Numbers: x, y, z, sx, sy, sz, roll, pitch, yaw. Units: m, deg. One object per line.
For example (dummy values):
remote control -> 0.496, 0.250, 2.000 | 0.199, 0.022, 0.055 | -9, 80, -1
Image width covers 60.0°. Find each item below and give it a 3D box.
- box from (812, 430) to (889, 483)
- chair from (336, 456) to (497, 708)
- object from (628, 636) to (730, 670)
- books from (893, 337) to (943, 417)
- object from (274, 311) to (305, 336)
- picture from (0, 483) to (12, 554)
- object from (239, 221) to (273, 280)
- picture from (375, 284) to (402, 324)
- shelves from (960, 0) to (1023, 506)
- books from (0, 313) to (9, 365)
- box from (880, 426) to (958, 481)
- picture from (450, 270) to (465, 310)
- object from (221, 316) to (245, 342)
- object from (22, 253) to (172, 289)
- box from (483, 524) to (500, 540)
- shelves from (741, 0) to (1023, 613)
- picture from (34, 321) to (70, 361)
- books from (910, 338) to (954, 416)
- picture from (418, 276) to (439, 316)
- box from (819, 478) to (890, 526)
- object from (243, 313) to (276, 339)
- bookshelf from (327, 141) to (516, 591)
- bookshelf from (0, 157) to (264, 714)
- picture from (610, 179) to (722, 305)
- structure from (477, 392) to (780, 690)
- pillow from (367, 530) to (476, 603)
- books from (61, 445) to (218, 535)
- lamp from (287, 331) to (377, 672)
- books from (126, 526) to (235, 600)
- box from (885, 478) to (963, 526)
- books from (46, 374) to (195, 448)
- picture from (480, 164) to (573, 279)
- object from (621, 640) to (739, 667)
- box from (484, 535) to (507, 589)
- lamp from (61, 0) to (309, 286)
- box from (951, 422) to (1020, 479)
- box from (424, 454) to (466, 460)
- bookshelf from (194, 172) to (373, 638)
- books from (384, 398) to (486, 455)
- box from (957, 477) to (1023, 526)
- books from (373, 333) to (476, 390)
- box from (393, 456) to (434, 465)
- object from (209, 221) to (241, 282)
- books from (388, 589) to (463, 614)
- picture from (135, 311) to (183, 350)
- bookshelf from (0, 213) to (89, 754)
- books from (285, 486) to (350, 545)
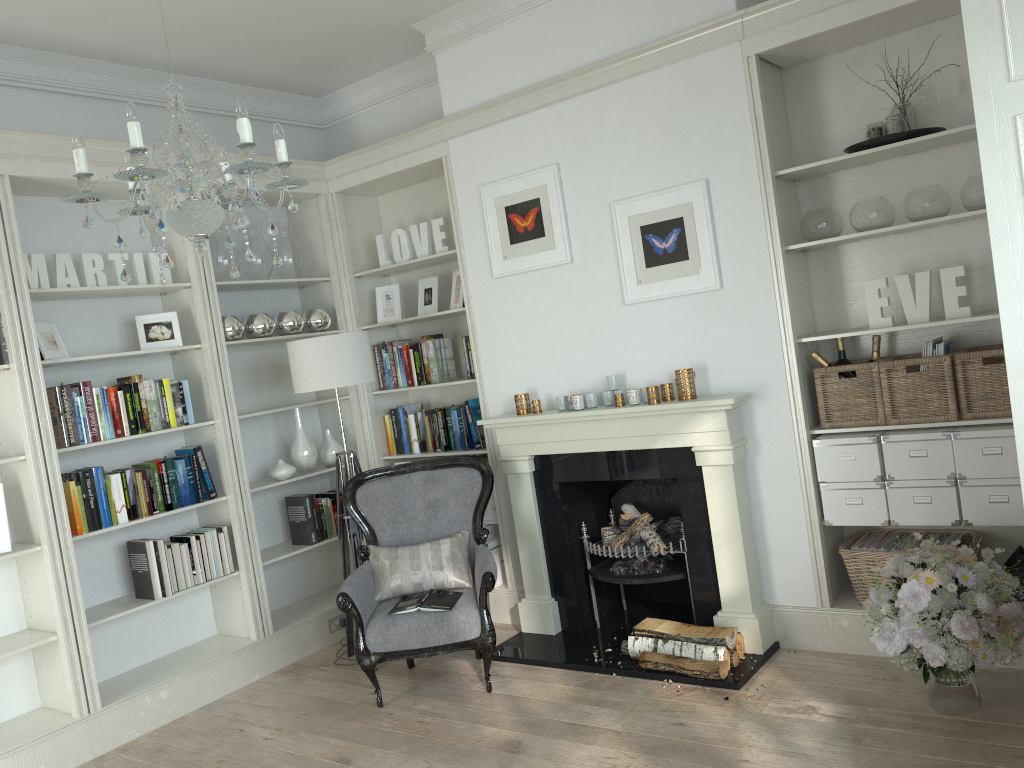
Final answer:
box -> 1.533, 0.298, 3.913 | 0.270, 0.191, 0.400 | -7, 3, 37
chair -> -0.422, 0.924, 4.323 | 0.778, 1.024, 0.763 | -8, 3, 2
object -> 0.736, 1.195, 3.933 | 0.483, 0.128, 0.084 | -7, 3, 38
books -> 1.712, -0.028, 3.758 | 0.205, 0.306, 0.221 | -7, 3, 37
object -> -1.320, -0.354, 5.242 | 0.185, 0.140, 0.185 | -10, 3, -33
picture -> -2.323, 0.602, 3.885 | 0.202, 0.300, 0.124 | -10, 3, -23
object -> -1.517, -0.767, 5.247 | 0.193, 0.362, 0.193 | -8, 3, 20
picture -> -0.756, -0.493, 5.460 | 0.153, 0.228, 0.094 | -8, 3, 12
shelves -> 1.828, -0.286, 2.788 | 0.399, 2.523, 0.972 | -7, 3, 37
books -> -2.434, -0.195, 3.779 | 0.205, 0.291, 0.465 | -7, 3, 37
box -> 1.762, 0.270, 3.756 | 0.270, 0.191, 0.400 | -7, 3, 37
picture -> -0.301, -0.546, 5.116 | 0.094, 0.228, 0.153 | -10, 3, -28
object -> -1.573, -0.300, 4.898 | 0.185, 0.140, 0.185 | -10, 3, -33
object -> -2.055, -0.555, 4.390 | 0.034, 0.180, 0.790 | -7, 3, 37
box -> -0.371, 0.877, 5.332 | 0.608, 0.099, 0.219 | -7, 3, 37
shelves -> 1.681, -0.308, 3.745 | 0.992, 2.523, 0.399 | -7, 3, 37
picture -> -2.199, -0.196, 4.164 | 0.124, 0.192, 0.206 | -8, 3, 2
books -> 1.746, -0.022, 3.734 | 0.205, 0.306, 0.221 | -7, 3, 37
picture -> -0.497, -0.527, 5.347 | 0.153, 0.228, 0.094 | -7, 3, 37
box -> 1.565, 0.485, 3.919 | 0.270, 0.191, 0.400 | -7, 3, 37
object -> -1.447, -0.327, 5.070 | 0.185, 0.140, 0.185 | -10, 3, -33
bookshelf -> -0.437, -0.062, 5.344 | 0.988, 2.523, 0.399 | -7, 3, 37
bookshelf -> -1.955, 0.209, 4.437 | 0.399, 2.523, 0.972 | -7, 3, 37
picture -> 0.712, -0.651, 4.144 | 0.494, 0.496, 0.024 | -7, 3, 37
structure -> 0.615, 0.685, 4.462 | 1.432, 1.191, 1.026 | -7, 3, 37
pillow -> -0.454, 0.901, 4.349 | 0.547, 0.263, 0.210 | -9, 3, -2
books -> -1.876, 0.512, 4.450 | 0.207, 0.302, 0.762 | -7, 3, 38
lamp -> -0.844, 0.611, 4.718 | 0.429, 1.739, 0.429 | -10, 3, -20
books -> -1.698, 0.897, 4.579 | 0.205, 0.291, 0.465 | -7, 3, 37
box -> 1.784, 0.460, 3.765 | 0.270, 0.191, 0.400 | -7, 3, 37
books -> -1.952, 0.109, 4.419 | 0.201, 0.301, 0.691 | -7, 3, 38
picture -> 0.065, -0.833, 4.592 | 0.494, 0.496, 0.024 | -7, 3, 37
object -> 0.749, 1.216, 4.019 | 0.561, 0.078, 0.078 | -7, 3, 38
box -> -0.326, 1.050, 5.357 | 0.734, 0.264, 0.374 | -7, 3, 37
lamp -> -1.034, -1.557, 2.382 | 0.577, 2.542, 0.648 | -8, 3, 7
box -> 1.969, 0.247, 3.584 | 0.270, 0.191, 0.400 | -7, 3, 37
box -> -0.424, 0.508, 5.450 | 0.179, 0.126, 0.264 | -7, 3, 37
bookshelf -> -1.383, 0.087, 5.213 | 0.399, 2.523, 0.972 | -7, 3, 37
books -> -0.428, 0.250, 5.398 | 0.763, 0.302, 0.215 | -7, 3, 38
box -> 2.003, 0.434, 3.598 | 0.270, 0.191, 0.400 | -7, 3, 37
books -> -0.438, -0.163, 5.359 | 0.919, 0.301, 0.209 | -7, 3, 38
box -> -0.586, 0.527, 5.572 | 0.179, 0.126, 0.264 | -7, 3, 37
object -> -1.655, -0.738, 5.059 | 0.193, 0.362, 0.193 | -8, 3, 20
books -> -0.404, 1.014, 4.148 | 0.304, 0.046, 0.224 | -8, 3, 12
picture -> -1.832, -0.271, 4.601 | 0.202, 0.188, 0.124 | -10, 3, -23
bookshelf -> -2.527, 0.331, 3.660 | 0.399, 2.523, 0.972 | -7, 3, 37
books -> -1.126, 0.773, 5.382 | 0.205, 0.291, 0.465 | -7, 3, 37
